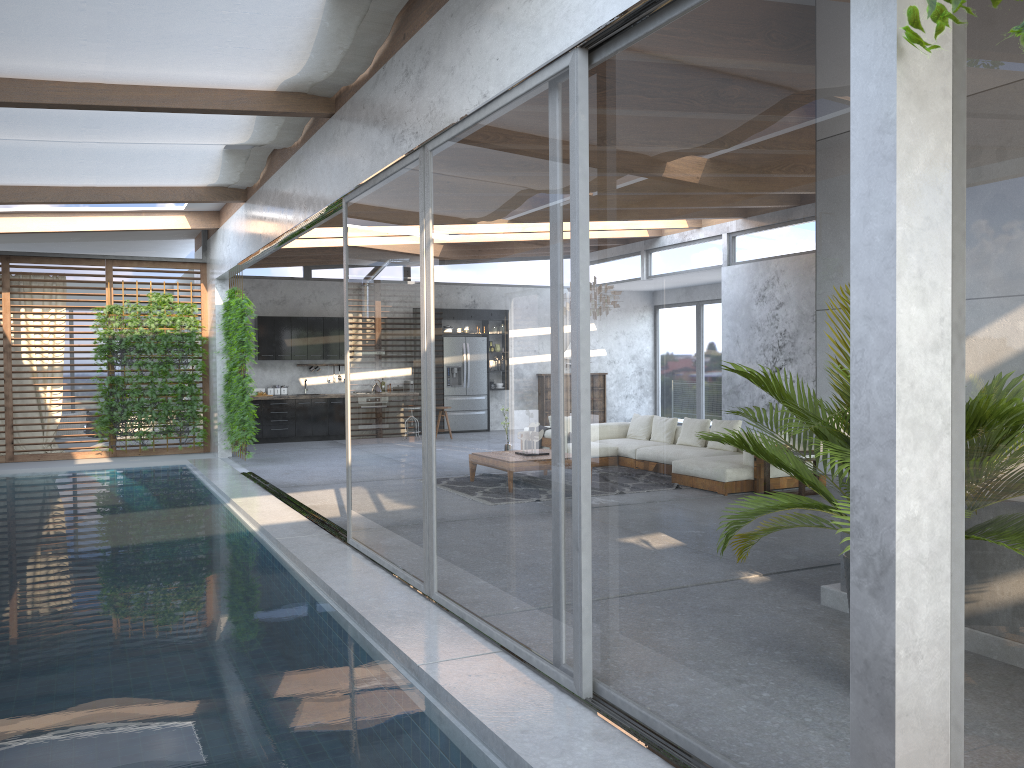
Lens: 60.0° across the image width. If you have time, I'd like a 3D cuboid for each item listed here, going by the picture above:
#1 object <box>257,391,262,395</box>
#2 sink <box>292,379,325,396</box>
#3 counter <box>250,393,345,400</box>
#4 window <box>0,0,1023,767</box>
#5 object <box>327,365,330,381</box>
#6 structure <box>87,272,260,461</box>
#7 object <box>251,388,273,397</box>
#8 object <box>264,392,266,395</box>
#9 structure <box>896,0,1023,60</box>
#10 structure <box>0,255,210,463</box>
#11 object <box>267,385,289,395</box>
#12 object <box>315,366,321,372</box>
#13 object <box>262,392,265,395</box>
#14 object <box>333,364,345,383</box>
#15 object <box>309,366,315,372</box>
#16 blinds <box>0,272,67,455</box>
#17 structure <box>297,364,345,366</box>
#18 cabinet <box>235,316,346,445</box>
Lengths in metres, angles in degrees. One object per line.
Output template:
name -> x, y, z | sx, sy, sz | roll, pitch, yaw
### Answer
object -> -4.555, 0.163, 15.960 | 0.086, 0.087, 0.090 | 1, 2, 41
sink -> -3.795, 0.171, 16.506 | 0.526, 0.514, 0.514 | -1, 2, -26
counter -> -3.615, 0.228, 16.593 | 3.805, 0.061, 0.607 | -1, 2, -26
window -> 0.170, -0.705, 10.574 | 14.294, 3.764, 23.280 | -1, 2, -26
object -> -3.496, -0.209, 16.913 | 0.071, 0.325, 0.066 | -1, 2, -26
structure -> -4.450, -0.169, 9.362 | 2.739, 2.687, 10.282 | -1, 1, -9
object -> -4.606, 0.151, 16.130 | 0.381, 0.134, 0.590 | -2, 2, -37
object -> -4.483, 0.176, 16.042 | 0.083, 0.055, 0.073 | 1, 2, 40
structure -> 0.738, -1.668, 2.005 | 0.918, 2.054, 1.822 | -1, 2, -29
structure -> -6.894, -0.383, 13.539 | 4.313, 3.079, 0.085 | -1, 2, -26
object -> -4.361, 0.108, 16.461 | 0.405, 0.200, 0.147 | -1, 2, -24
object -> -3.682, -0.298, 16.807 | 0.117, 0.139, 0.093 | -1, 1, -9
object -> -4.492, 0.175, 16.015 | 0.083, 0.057, 0.072 | 1, 2, 40
object -> -3.291, -0.191, 16.978 | 0.282, 0.380, 0.070 | -1, 2, -25
object -> -3.784, -0.296, 16.767 | 0.117, 0.139, 0.093 | -1, 2, -24
blinds -> -7.856, -0.286, 13.466 | 2.087, 2.898, 0.692 | -1, 2, -22
structure -> -3.615, -0.361, 16.863 | 0.932, 0.046, 0.081 | -1, 2, -26
cabinet -> -2.689, -0.223, 17.059 | 5.901, 2.502, 0.709 | -1, 2, -27
